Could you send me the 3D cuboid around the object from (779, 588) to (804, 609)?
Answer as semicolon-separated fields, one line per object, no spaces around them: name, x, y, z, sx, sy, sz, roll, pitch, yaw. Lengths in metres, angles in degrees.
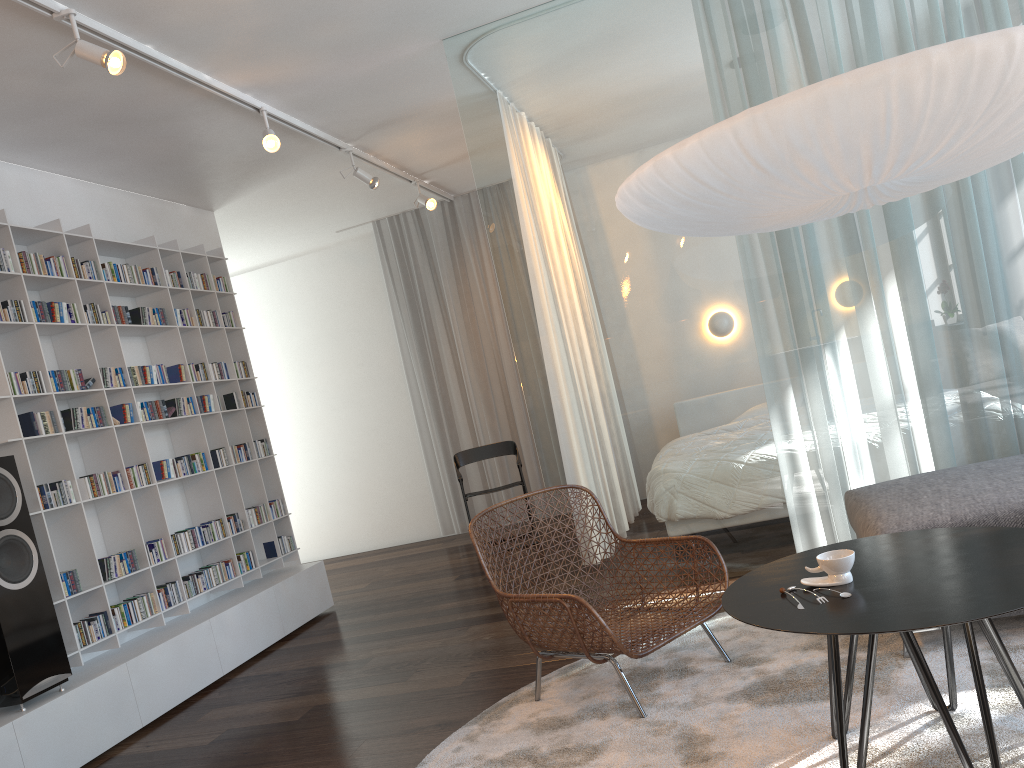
object;0.673;0.516;2.133;0.015;0.015;0.167;-13;-1;2

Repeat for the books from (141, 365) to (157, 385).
books;-1.987;-0.038;4.779;0.090;0.108;0.117;-13;1;15

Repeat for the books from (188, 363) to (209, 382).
books;-1.875;-0.059;5.204;0.102;0.113;0.230;-13;0;15

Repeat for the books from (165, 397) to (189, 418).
books;-1.892;0.138;4.988;0.090;0.108;0.117;-13;1;15

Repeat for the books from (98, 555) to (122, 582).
books;-1.941;0.886;4.236;0.090;0.108;0.117;-13;1;15

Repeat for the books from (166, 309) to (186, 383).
books;-1.940;-0.213;5.082;0.090;0.433;0.155;-12;3;15

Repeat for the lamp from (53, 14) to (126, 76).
lamp;-1.490;-1.180;3.083;0.251;0.241;0.085;-13;3;1

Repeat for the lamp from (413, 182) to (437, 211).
lamp;-0.649;-1.336;6.326;0.084;0.240;0.252;-16;3;-42

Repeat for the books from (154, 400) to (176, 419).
books;-1.925;0.146;4.861;0.090;0.106;0.162;-13;1;15

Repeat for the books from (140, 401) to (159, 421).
books;-1.965;0.153;4.717;0.099;0.105;0.131;-13;1;14

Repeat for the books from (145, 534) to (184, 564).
books;-1.840;0.865;4.625;0.100;0.113;0.266;-13;0;14

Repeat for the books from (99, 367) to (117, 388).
books;-2.069;-0.022;4.471;0.090;0.108;0.117;-13;1;15

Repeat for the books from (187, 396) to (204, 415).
books;-1.861;0.133;5.105;0.099;0.105;0.143;-13;1;14

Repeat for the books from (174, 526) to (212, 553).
books;-1.776;0.853;4.869;0.115;0.113;0.233;-13;0;15

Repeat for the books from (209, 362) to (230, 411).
books;-1.805;0.023;5.403;0.115;0.301;0.229;-12;2;15

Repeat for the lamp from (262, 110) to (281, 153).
lamp;-1.206;-1.231;4.343;0.085;0.240;0.251;-14;2;-19

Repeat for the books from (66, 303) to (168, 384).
books;-2.070;-0.191;4.607;0.101;0.439;0.617;-12;1;15

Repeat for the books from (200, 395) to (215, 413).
books;-1.827;0.125;5.230;0.090;0.108;0.117;-13;1;15

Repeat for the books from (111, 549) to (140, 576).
books;-1.912;0.881;4.347;0.099;0.105;0.131;-13;1;14

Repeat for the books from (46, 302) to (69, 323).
books;-2.199;-0.331;4.240;0.090;0.108;0.117;-13;1;15

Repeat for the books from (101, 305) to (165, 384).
books;-2.044;-0.191;4.702;0.101;0.433;0.348;-12;2;14

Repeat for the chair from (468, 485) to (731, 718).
chair;0.311;0.731;3.202;0.711;0.712;0.690;-14;2;-42

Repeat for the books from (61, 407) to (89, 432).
books;-2.095;0.173;4.227;0.090;0.108;0.117;-13;1;15

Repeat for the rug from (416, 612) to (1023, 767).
rug;0.986;0.934;2.343;2.833;0.012;2.835;-13;-1;-5

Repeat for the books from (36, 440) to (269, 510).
books;-1.876;0.465;4.805;0.115;0.114;1.912;-13;-1;15

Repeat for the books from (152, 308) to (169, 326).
books;-2.006;-0.364;4.967;0.099;0.105;0.131;-13;1;14

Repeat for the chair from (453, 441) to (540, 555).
chair;-0.123;0.852;6.702;0.500;0.777;0.560;-13;2;-4

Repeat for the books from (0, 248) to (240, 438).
books;-2.056;-0.213;4.677;0.115;0.860;1.742;-12;0;15

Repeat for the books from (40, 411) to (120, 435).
books;-2.089;0.176;4.249;0.090;0.106;0.500;-13;0;15

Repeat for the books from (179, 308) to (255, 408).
books;-1.829;-0.139;5.439;0.115;0.628;0.565;-12;2;15

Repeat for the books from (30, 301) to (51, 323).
books;-2.233;-0.324;4.117;0.099;0.105;0.131;-13;1;14

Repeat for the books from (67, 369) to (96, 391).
books;-2.112;-0.012;4.309;0.090;0.106;0.162;-13;1;15

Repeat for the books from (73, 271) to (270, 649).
books;-1.922;0.252;4.802;0.115;1.826;1.939;-12;2;15

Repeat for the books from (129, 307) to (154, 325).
books;-2.034;-0.360;4.856;0.090;0.108;0.117;-13;1;15

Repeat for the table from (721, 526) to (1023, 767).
table;0.991;0.693;2.177;0.851;0.474;0.841;-13;0;18

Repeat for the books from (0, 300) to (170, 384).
books;-2.129;-0.176;4.379;0.102;0.432;1.117;-12;0;15

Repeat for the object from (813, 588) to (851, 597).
object;0.765;0.497;2.116;0.026;0.010;0.124;-13;-1;-19

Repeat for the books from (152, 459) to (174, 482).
books;-1.886;0.466;4.756;0.090;0.108;0.117;-13;1;15

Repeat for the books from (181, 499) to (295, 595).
books;-1.642;0.949;5.278;0.115;0.350;1.126;-12;0;15

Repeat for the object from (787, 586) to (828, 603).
object;0.713;0.506;2.140;0.025;0.016;0.164;-13;-1;-10

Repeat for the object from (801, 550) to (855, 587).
object;0.789;0.462;2.207;0.140;0.069;0.090;-13;1;28

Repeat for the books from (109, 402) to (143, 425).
books;-1.999;0.158;4.585;0.090;0.110;0.157;-13;1;15

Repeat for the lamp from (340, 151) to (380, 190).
lamp;-0.918;-1.286;5.316;0.086;0.240;0.248;-10;3;45

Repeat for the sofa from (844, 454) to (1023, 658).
sofa;1.967;0.365;1.991;2.048;0.674;3.048;-13;0;15

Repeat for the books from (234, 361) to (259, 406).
books;-1.742;0.011;5.639;0.115;0.301;0.182;-12;3;15

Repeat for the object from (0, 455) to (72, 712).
object;-2.109;0.819;3.593;0.282;1.006;0.292;-12;3;16

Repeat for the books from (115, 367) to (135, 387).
books;-2.039;-0.025;4.586;0.100;0.105;0.138;-13;1;14

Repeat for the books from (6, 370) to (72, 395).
books;-2.187;0.002;4.032;0.102;0.104;0.381;-13;0;15

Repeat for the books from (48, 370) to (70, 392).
books;-2.158;-0.003;4.142;0.099;0.105;0.131;-13;1;14

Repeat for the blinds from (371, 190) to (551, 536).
blinds;-0.069;-0.219;7.287;1.816;2.745;0.151;-12;4;18

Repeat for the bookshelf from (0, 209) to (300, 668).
bookshelf;-1.986;0.209;4.794;0.228;2.081;2.071;-12;2;15

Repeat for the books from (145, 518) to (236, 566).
books;-1.784;0.854;4.841;0.115;0.113;0.760;-13;0;15

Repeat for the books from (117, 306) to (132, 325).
books;-2.080;-0.351;4.685;0.090;0.105;0.073;-13;2;16

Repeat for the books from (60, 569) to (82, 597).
books;-2.014;0.900;3.966;0.099;0.105;0.131;-13;1;14

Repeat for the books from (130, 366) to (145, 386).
books;-2.012;-0.032;4.687;0.090;0.109;0.073;-13;2;16

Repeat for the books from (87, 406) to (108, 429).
books;-2.066;0.173;4.338;0.099;0.105;0.131;-13;1;14

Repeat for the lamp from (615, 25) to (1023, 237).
lamp;1.050;-0.663;2.672;1.457;0.210;1.480;-13;-1;-38
